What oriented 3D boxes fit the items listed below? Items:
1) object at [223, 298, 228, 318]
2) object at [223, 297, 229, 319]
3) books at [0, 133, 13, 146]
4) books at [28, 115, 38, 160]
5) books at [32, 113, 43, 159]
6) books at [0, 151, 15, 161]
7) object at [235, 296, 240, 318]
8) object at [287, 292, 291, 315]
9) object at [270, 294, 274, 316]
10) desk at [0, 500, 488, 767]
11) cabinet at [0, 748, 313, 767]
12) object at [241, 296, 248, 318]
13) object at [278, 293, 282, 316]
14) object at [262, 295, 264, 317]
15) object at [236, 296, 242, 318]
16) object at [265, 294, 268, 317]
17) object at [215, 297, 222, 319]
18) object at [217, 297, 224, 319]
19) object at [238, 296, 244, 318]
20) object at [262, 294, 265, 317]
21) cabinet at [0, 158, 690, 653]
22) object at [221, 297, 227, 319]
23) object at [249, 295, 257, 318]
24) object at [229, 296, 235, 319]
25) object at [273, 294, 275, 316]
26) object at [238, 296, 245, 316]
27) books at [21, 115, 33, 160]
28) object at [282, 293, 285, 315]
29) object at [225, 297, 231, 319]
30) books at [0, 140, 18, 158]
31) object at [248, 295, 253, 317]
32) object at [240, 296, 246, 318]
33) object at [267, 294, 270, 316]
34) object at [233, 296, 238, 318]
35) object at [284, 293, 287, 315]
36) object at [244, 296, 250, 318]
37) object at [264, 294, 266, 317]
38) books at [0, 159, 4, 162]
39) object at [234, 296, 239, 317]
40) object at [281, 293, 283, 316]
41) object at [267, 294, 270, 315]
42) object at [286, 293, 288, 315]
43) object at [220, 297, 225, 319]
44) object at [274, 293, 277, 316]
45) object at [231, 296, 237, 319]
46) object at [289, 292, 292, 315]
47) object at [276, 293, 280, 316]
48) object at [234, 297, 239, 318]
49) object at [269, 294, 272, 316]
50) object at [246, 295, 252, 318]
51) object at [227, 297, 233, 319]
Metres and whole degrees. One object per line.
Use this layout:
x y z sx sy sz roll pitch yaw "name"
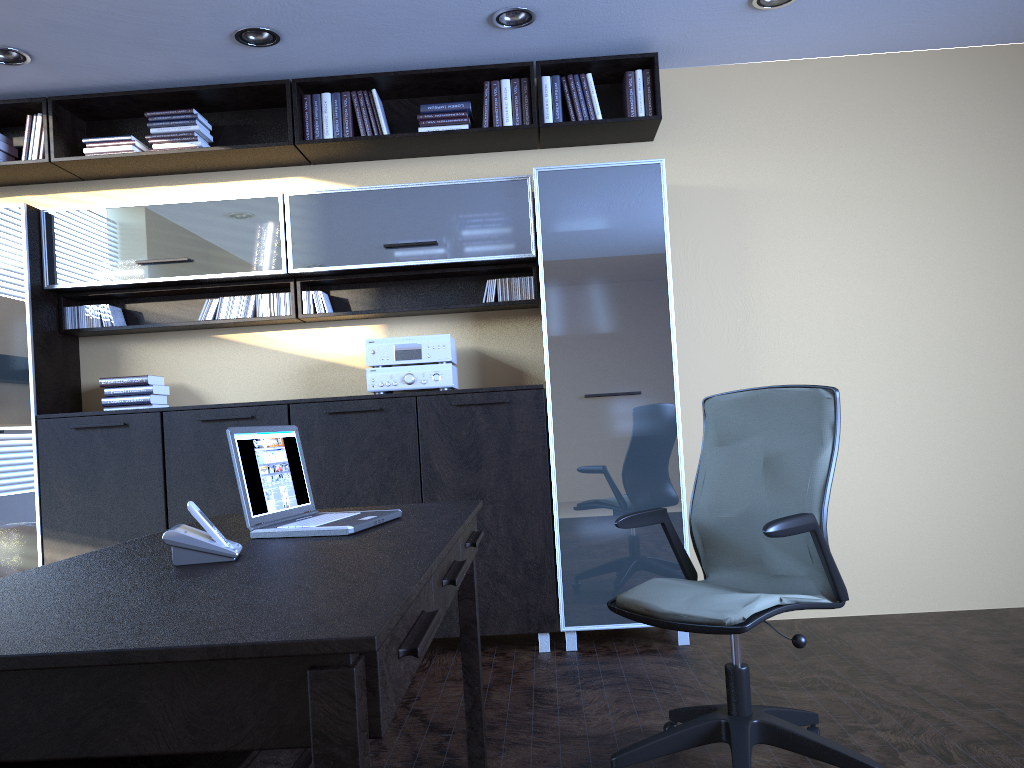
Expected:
-1.518 -0.401 4.787 0.040 0.118 0.142 -3 -2 2 "object"
-1.518 -0.401 4.785 0.036 0.116 0.140 -3 -2 2 "object"
-2.870 -1.312 4.771 0.258 0.050 0.207 -3 -2 1 "books"
-2.520 -1.284 4.766 0.075 0.259 0.207 -3 -2 1 "books"
-2.489 -1.287 4.752 0.075 0.259 0.207 -3 -2 1 "books"
-2.855 -1.211 4.763 0.258 0.050 0.207 -3 -2 2 "books"
-1.457 -0.405 4.781 0.036 0.116 0.140 -3 -2 2 "object"
-1.180 -0.422 4.767 0.009 0.120 0.142 -3 -2 2 "object"
-1.271 -0.417 4.770 0.009 0.120 0.142 -3 -2 2 "object"
-0.547 0.821 2.042 0.914 0.890 1.896 -3 -2 2 "desk"
-0.575 0.901 1.448 0.500 0.679 0.635 -3 -2 2 "cabinet"
-1.418 -0.408 4.778 0.040 0.118 0.142 -3 -2 2 "object"
-1.230 -0.419 4.778 0.009 0.120 0.142 -3 -2 2 "object"
-1.320 -0.413 4.780 0.006 0.118 0.140 -3 -2 2 "object"
-1.448 -0.406 4.777 0.040 0.118 0.142 -3 -2 2 "object"
-1.301 -0.415 4.771 0.009 0.120 0.142 -3 -2 2 "object"
-1.558 -0.399 4.783 0.040 0.118 0.142 -3 -2 2 "object"
-1.548 -0.400 4.783 0.040 0.118 0.142 -3 -2 2 "object"
-1.437 -0.406 4.778 0.036 0.116 0.140 -3 -2 2 "object"
-1.320 -0.413 4.784 0.009 0.120 0.142 -3 -2 2 "object"
-1.102 0.211 4.637 3.876 2.398 0.491 -3 -1 2 "cabinet"
-1.528 -0.401 4.782 0.036 0.116 0.140 -3 -2 2 "object"
-1.377 -0.410 4.779 0.040 0.118 0.142 -3 -2 2 "object"
-1.488 -0.403 4.783 0.040 0.118 0.142 -3 -2 2 "object"
-1.260 -0.417 4.781 0.009 0.120 0.142 -3 -2 2 "object"
-1.437 -0.406 4.782 0.040 0.118 0.142 -3 -2 2 "object"
-2.552 -1.283 4.763 0.075 0.259 0.207 -3 -2 2 "books"
-1.210 -0.420 4.771 0.009 0.120 0.142 -3 -2 2 "object"
-1.508 -0.402 4.780 0.040 0.118 0.142 -3 -2 2 "object"
-2.846 -1.262 4.774 0.258 0.050 0.207 -3 -2 2 "books"
-1.387 -0.409 4.777 0.036 0.116 0.140 -3 -2 2 "object"
-1.427 -0.407 4.786 0.040 0.118 0.142 -3 -2 2 "object"
-1.290 -0.415 4.772 0.006 0.118 0.140 -3 -2 2 "object"
-1.467 -0.404 4.778 0.036 0.116 0.140 -3 -2 2 "object"
-1.200 -0.421 4.771 0.009 0.120 0.142 -3 -2 2 "object"
-1.407 -0.408 4.782 0.040 0.118 0.142 -3 -2 2 "object"
-1.310 -0.414 4.775 0.006 0.118 0.140 -3 -2 2 "object"
-2.842 -1.160 4.767 0.258 0.050 0.207 -3 -2 2 "books"
-1.468 -0.404 4.784 0.040 0.118 0.142 -3 -2 2 "object"
-1.220 -0.419 4.777 0.006 0.118 0.140 -3 -2 2 "object"
-1.291 -0.415 4.774 0.009 0.120 0.142 -3 -2 2 "object"
-1.190 -0.421 4.775 0.009 0.120 0.142 -3 -2 2 "object"
-1.538 -0.400 4.786 0.036 0.116 0.140 -3 -2 2 "object"
-1.250 -0.418 4.771 0.009 0.120 0.142 -3 -2 2 "object"
-1.478 -0.404 4.785 0.040 0.118 0.142 -3 -2 2 "object"
-1.170 -0.423 4.769 0.009 0.120 0.142 -3 -2 2 "object"
-1.240 -0.418 4.773 0.009 0.120 0.142 -3 -2 2 "object"
-1.458 -0.405 4.783 0.040 0.118 0.142 -3 -2 2 "object"
-1.280 -0.416 4.777 0.009 0.120 0.142 -3 -2 2 "object"
-1.397 -0.409 4.781 0.040 0.118 0.142 -3 -2 2 "object"
-1.497 -0.402 4.785 0.036 0.116 0.140 -3 -2 2 "object"
